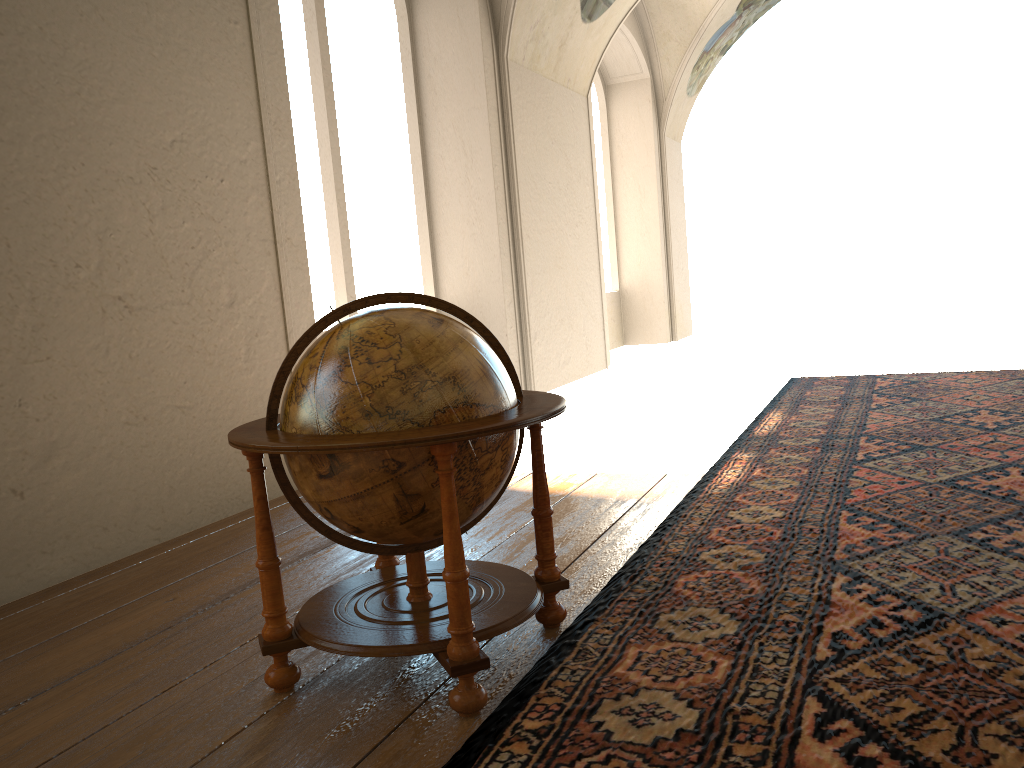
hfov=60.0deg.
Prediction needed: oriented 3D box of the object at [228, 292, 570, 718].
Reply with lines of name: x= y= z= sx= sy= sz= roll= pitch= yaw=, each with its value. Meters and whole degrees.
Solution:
object: x=-0.407 y=0.371 z=3.451 sx=1.277 sy=1.452 sz=1.277 roll=-9 pitch=8 yaw=-28
